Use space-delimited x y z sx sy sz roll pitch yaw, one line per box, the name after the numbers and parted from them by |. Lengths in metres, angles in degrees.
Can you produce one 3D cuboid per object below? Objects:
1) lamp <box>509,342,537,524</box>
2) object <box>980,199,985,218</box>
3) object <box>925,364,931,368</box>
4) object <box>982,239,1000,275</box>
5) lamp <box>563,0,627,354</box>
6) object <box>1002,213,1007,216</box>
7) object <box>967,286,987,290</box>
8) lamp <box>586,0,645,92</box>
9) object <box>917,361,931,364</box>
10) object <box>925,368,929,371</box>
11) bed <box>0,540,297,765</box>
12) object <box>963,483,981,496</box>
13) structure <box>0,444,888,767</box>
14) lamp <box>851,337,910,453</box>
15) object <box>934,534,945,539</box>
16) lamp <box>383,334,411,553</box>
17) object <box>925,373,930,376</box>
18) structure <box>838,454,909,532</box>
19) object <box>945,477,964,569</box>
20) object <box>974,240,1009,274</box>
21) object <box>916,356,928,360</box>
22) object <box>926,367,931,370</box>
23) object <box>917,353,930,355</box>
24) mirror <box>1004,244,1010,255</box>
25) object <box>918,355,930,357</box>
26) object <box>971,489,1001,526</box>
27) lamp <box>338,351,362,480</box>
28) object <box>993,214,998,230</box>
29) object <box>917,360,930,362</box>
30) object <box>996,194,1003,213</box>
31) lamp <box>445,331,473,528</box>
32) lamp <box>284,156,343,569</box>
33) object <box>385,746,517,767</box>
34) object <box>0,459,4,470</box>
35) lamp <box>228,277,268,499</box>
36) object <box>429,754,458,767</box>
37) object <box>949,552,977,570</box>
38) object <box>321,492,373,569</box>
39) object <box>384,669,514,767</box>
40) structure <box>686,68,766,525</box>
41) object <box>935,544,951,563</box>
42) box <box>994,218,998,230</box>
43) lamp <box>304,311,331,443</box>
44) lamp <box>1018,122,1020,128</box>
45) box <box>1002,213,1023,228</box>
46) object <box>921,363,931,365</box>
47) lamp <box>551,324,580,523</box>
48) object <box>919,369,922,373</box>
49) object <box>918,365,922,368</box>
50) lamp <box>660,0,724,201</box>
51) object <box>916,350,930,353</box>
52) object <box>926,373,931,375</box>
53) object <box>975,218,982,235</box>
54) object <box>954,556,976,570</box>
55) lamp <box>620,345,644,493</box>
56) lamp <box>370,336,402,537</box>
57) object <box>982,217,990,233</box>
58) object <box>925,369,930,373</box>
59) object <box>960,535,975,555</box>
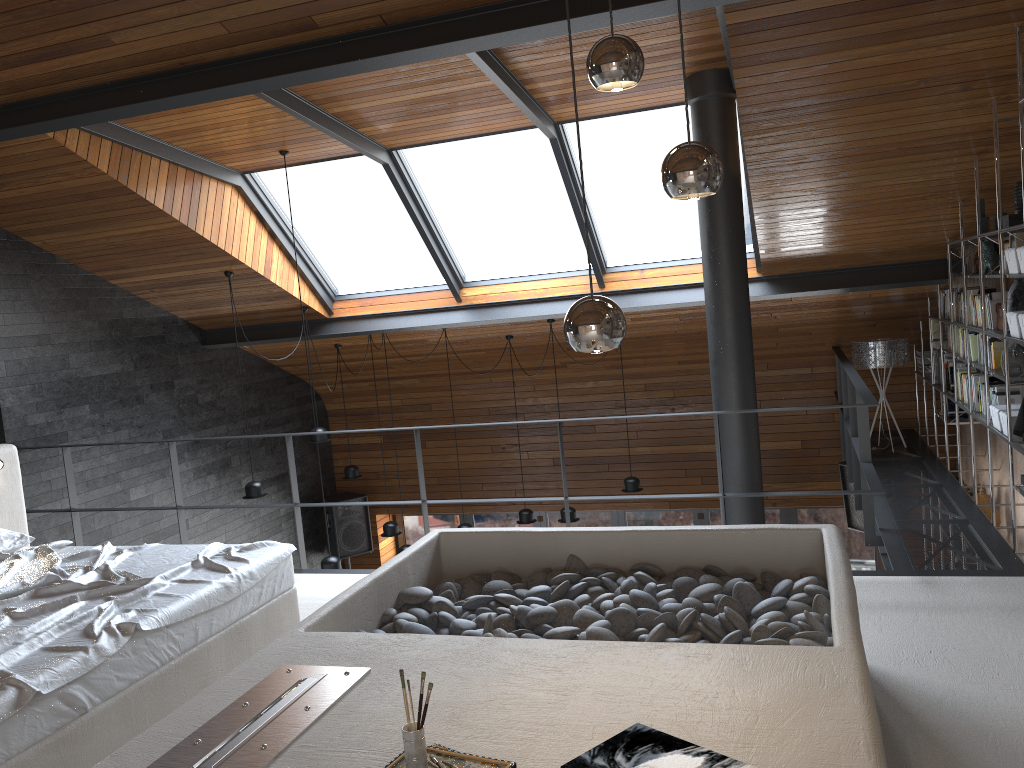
0.052 0.387 8.803 0.210 2.002 0.210 -9 6 -34 | lamp
3.004 -1.121 5.667 0.029 0.114 0.084 -3 5 25 | object
3.926 -0.173 8.208 0.203 0.013 0.161 -4 5 18 | object
2.979 -0.786 5.436 0.197 0.220 0.102 -5 5 2 | object
0.116 -0.950 1.993 0.146 1.771 0.146 -1 7 43 | lamp
2.978 -0.978 5.379 0.029 0.117 0.086 -1 7 43 | object
3.283 -0.563 6.272 0.146 0.240 0.023 -4 5 18 | object
0.209 -1.340 2.185 0.146 1.204 0.146 -10 6 -41 | lamp
4.001 -0.215 8.434 0.246 0.016 0.182 -4 5 18 | object
3.932 -0.144 8.200 0.201 0.013 0.161 -4 5 18 | object
-2.168 1.064 3.526 2.011 0.484 1.826 -4 5 18 | bed
3.764 1.010 7.290 0.207 0.442 0.328 -4 5 11 | object
-1.185 0.892 3.193 4.613 1.120 2.634 -4 5 18 | structure
3.352 0.096 8.018 0.475 1.002 0.475 -1 7 42 | lamp
4.168 1.551 8.567 0.233 0.209 0.107 -5 5 5 | object
-1.110 0.543 8.413 0.210 2.273 0.210 -9 6 -34 | lamp
3.939 -0.095 8.210 0.201 0.012 0.161 -4 5 18 | object
3.595 1.091 8.761 0.488 0.735 0.461 -7 5 -22 | structure
3.999 1.275 8.028 0.244 0.879 0.244 -10 7 -43 | object
3.063 -0.812 5.619 0.138 0.222 0.278 -8 6 -26 | object
3.994 -0.253 8.432 0.252 0.028 0.180 -4 5 18 | object
3.943 -0.157 8.180 0.228 0.016 0.182 -4 5 18 | object
3.998 -0.298 8.443 0.246 0.016 0.182 -4 5 18 | object
2.945 -0.738 5.175 0.069 0.168 0.130 -6 5 -12 | mirror
4.007 -0.279 8.442 0.233 0.021 0.174 -4 5 18 | object
3.665 1.051 6.851 0.215 0.458 0.328 -3 5 23 | object
-1.729 0.295 9.193 0.210 1.369 0.210 -9 6 -34 | lamp
3.005 -0.989 5.472 0.029 0.117 0.086 -5 5 8 | object
3.999 -0.231 8.433 0.246 0.016 0.182 -4 5 18 | object
2.978 -1.098 5.416 0.029 0.114 0.084 -3 6 30 | object
-0.548 0.480 8.570 0.210 2.034 0.210 -9 6 -34 | lamp
-1.551 -0.123 6.760 0.210 3.208 0.210 -1 6 40 | lamp
-0.159 0.851 1.914 0.276 0.013 0.207 -3 6 29 | object
-2.797 0.441 4.770 0.085 0.106 0.165 -10 7 -44 | object
-2.249 0.028 7.391 0.210 1.853 0.210 -9 6 -34 | lamp
-0.132 0.846 1.910 0.064 0.010 0.232 -9 6 -35 | object
3.941 1.326 7.770 0.305 0.840 0.237 -4 5 20 | object
-1.958 2.484 10.539 0.639 2.298 0.686 -9 6 -34 | object
-0.168 0.743 1.905 0.301 0.234 0.245 -2 6 38 | object
1.445 0.881 5.603 1.197 5.699 1.689 -4 5 18 | structure
4.097 1.578 8.329 0.278 0.222 0.138 -3 6 28 | object
2.904 -0.927 5.108 0.208 0.079 0.207 -2 6 31 | box
-1.831 -0.071 8.121 0.210 1.206 0.210 -9 6 -34 | lamp
2.669 -1.138 4.425 0.322 0.660 0.233 -7 5 -19 | lamp
2.831 -0.902 4.904 0.208 0.079 0.207 -4 5 15 | box
4.018 -0.201 8.444 0.224 0.017 0.167 -4 5 18 | object
0.450 0.345 8.328 0.210 1.911 0.210 -9 6 -34 | lamp
4.016 -0.130 8.455 0.234 0.025 0.176 -4 5 18 | object
4.011 -0.173 8.452 0.243 0.012 0.159 -4 5 18 | object
0.359 -1.164 2.026 0.146 1.474 0.146 -10 6 -41 | lamp
4.000 -0.314 8.452 0.246 0.016 0.182 -4 5 18 | object
3.953 -0.109 8.208 0.226 0.012 0.159 -4 5 18 | object
3.028 -1.011 5.724 0.029 0.117 0.086 -5 5 4 | object
3.745 1.584 7.359 0.219 0.440 0.463 -4 5 18 | object
1.061 0.224 8.286 0.210 1.565 0.210 -9 6 -34 | lamp
-1.280 0.468 8.627 0.210 2.036 0.210 -9 6 -34 | lamp
3.007 -1.001 5.629 0.029 0.117 0.086 -2 6 38 | object
3.946 -0.127 8.198 0.262 0.025 0.176 -4 5 18 | object
3.465 1.181 6.655 0.208 0.280 0.131 -5 5 0 | object
